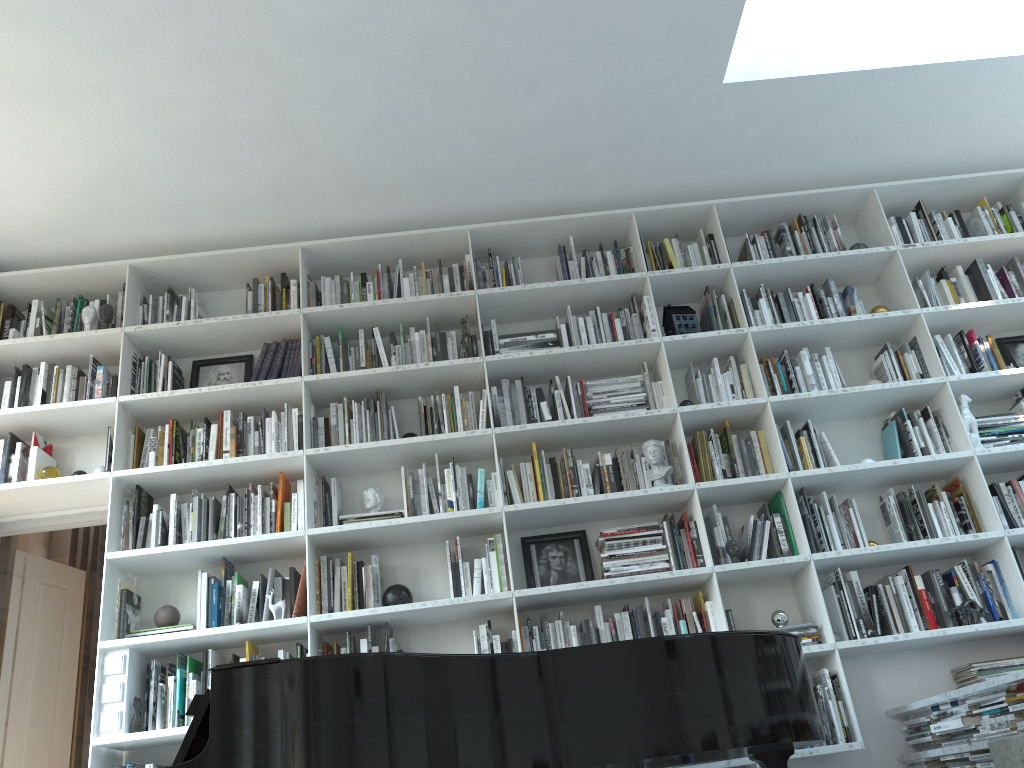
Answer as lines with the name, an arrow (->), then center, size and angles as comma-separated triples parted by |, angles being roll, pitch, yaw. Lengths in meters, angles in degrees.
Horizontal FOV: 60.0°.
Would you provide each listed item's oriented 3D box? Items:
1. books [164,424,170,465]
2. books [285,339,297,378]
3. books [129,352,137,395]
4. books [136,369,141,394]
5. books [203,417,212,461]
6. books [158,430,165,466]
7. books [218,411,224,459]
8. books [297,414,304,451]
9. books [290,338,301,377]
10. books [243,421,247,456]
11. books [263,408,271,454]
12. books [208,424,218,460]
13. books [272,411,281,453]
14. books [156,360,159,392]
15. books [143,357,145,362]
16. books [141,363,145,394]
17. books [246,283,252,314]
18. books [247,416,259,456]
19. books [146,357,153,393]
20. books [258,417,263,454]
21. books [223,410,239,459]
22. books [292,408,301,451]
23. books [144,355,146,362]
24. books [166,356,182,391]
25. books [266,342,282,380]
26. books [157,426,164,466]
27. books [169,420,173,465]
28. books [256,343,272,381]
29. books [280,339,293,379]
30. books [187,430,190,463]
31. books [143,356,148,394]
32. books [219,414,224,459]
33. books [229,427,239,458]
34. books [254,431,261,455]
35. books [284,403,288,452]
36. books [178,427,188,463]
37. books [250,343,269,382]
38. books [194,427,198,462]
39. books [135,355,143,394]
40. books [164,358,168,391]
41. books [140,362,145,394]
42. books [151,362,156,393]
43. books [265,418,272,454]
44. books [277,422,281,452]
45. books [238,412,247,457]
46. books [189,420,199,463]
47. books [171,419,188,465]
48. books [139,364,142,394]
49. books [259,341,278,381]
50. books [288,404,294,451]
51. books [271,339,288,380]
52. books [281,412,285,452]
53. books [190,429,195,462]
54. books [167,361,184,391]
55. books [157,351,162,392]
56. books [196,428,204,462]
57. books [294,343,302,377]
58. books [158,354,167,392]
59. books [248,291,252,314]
books -> -1.579, 0.341, 4.130 | 0.014, 0.251, 0.188 | -6, -26, -3
books -> -1.068, -0.051, 4.345 | 0.078, 0.284, 0.175 | -6, -26, -3
books -> -1.805, 0.014, 4.281 | 0.005, 0.291, 0.185 | -6, -26, -3
books -> -1.774, 0.057, 4.276 | 0.015, 0.206, 0.173 | -6, -26, -3
books -> -1.409, 0.315, 4.146 | 0.014, 0.271, 0.181 | -6, -26, -3
books -> -1.600, 0.354, 4.125 | 0.030, 0.229, 0.173 | -6, -26, -3
books -> -1.351, 0.298, 4.163 | 0.014, 0.302, 0.152 | -6, -26, -3
books -> -0.952, 0.281, 4.126 | 0.039, 0.201, 0.237 | -6, -26, -3
books -> -1.046, -0.056, 4.342 | 0.078, 0.284, 0.175 | -6, -26, -3
books -> -1.227, 0.311, 4.143 | 0.013, 0.231, 0.172 | -6, -26, -3
books -> -1.140, 0.279, 4.158 | 0.012, 0.279, 0.189 | -6, -26, -3
books -> -1.377, 0.329, 4.144 | 0.047, 0.237, 0.163 | -6, -26, -3
books -> -1.092, 0.280, 4.152 | 0.022, 0.262, 0.175 | -6, -26, -3
books -> -1.686, 0.027, 4.284 | 0.019, 0.242, 0.154 | -6, -26, -3
books -> -1.764, 0.023, 4.292 | 0.005, 0.276, 0.147 | -6, -26, -3
books -> -1.741, 0.038, 4.259 | 0.004, 0.213, 0.187 | -6, -26, -3
books -> -1.318, -0.353, 4.486 | 0.013, 0.276, 0.151 | -6, -26, -3
books -> -1.208, 0.302, 4.163 | 0.029, 0.259, 0.158 | -6, -26, -3
books -> -1.720, 0.022, 4.268 | 0.004, 0.245, 0.190 | -6, -26, -3
books -> -1.162, 0.299, 4.169 | 0.035, 0.259, 0.132 | -6, -26, -3
books -> -1.305, 0.290, 4.140 | 0.030, 0.284, 0.186 | -6, -26, -3
books -> -0.992, 0.269, 4.160 | 0.035, 0.262, 0.178 | -6, -26, -3
books -> -1.759, 0.018, 4.298 | 0.006, 0.287, 0.144 | -6, -26, -3
books -> -1.633, 0.014, 4.286 | 0.012, 0.253, 0.167 | -6, -26, -3
books -> -1.153, -0.039, 4.334 | 0.110, 0.278, 0.175 | -6, -26, -3
books -> -1.622, 0.344, 4.135 | 0.010, 0.261, 0.151 | -6, -26, -3
books -> -1.564, 0.329, 4.140 | 0.020, 0.279, 0.165 | -6, -26, -3
books -> -1.198, -0.034, 4.332 | 0.110, 0.278, 0.175 | -6, -26, -3
books -> -1.091, -0.051, 4.340 | 0.078, 0.284, 0.175 | -6, -26, -3
books -> -1.488, 0.348, 4.143 | 0.012, 0.229, 0.150 | -6, -26, -3
books -> -1.737, 0.023, 4.281 | 0.009, 0.259, 0.185 | -6, -26, -3
books -> -1.331, 0.302, 4.140 | 0.023, 0.270, 0.188 | -6, -26, -3
books -> -1.270, 0.325, 4.118 | 0.029, 0.194, 0.193 | -6, -26, -3
books -> -1.179, 0.332, 4.147 | 0.022, 0.185, 0.137 | -6, -26, -3
books -> -1.039, 0.258, 4.155 | 0.012, 0.289, 0.183 | -6, -26, -3
books -> -1.518, 0.340, 4.142 | 0.047, 0.248, 0.134 | -6, -26, -3
books -> -1.220, -0.035, 4.323 | 0.110, 0.278, 0.175 | -6, -26, -3
books -> -1.450, 0.340, 4.136 | 0.011, 0.228, 0.171 | -6, -26, -3
books -> -1.790, 0.021, 4.290 | 0.006, 0.286, 0.149 | -6, -26, -3
books -> -1.644, 0.018, 4.285 | 0.011, 0.248, 0.169 | -6, -26, -3
books -> -1.748, 0.037, 4.271 | 0.009, 0.227, 0.185 | -6, -26, -3
books -> -1.696, 0.034, 4.268 | 0.018, 0.217, 0.187 | -6, -26, -3
books -> -1.116, 0.297, 4.144 | 0.030, 0.229, 0.173 | -6, -26, -3
books -> -1.071, 0.309, 4.152 | 0.013, 0.205, 0.173 | -6, -26, -3
books -> -1.249, 0.294, 4.164 | 0.025, 0.284, 0.162 | -6, -26, -3
books -> -1.479, 0.324, 4.150 | 0.012, 0.276, 0.151 | -6, -26, -3
books -> -1.549, 0.323, 4.130 | 0.011, 0.276, 0.165 | -6, -26, -3
books -> -1.767, 0.041, 4.284 | 0.005, 0.237, 0.154 | -6, -26, -3
books -> -1.175, -0.044, 4.317 | 0.110, 0.278, 0.175 | -6, -26, -3
books -> -1.022, 0.262, 4.166 | 0.022, 0.288, 0.170 | -6, -26, -3
books -> -1.123, -0.053, 4.319 | 0.097, 0.281, 0.175 | -6, -26, -3
books -> -1.056, 0.284, 4.174 | 0.024, 0.264, 0.155 | -6, -26, -3
books -> -1.462, 0.343, 4.127 | 0.014, 0.217, 0.165 | -6, -26, -3
books -> -1.618, 0.028, 4.270 | 0.012, 0.213, 0.186 | -6, -26, -3
books -> -1.676, 0.008, 4.291 | 0.005, 0.279, 0.191 | -6, -26, -3
books -> -1.428, 0.340, 4.129 | 0.031, 0.216, 0.174 | -6, -26, -3
books -> -1.023, -0.064, 4.331 | 0.078, 0.284, 0.175 | -6, -26, -3
books -> -1.661, 0.012, 4.278 | 0.023, 0.257, 0.184 | -6, -26, -3
books -> -1.295, -0.335, 4.463 | 0.028, 0.217, 0.154 | -6, -26, -3
